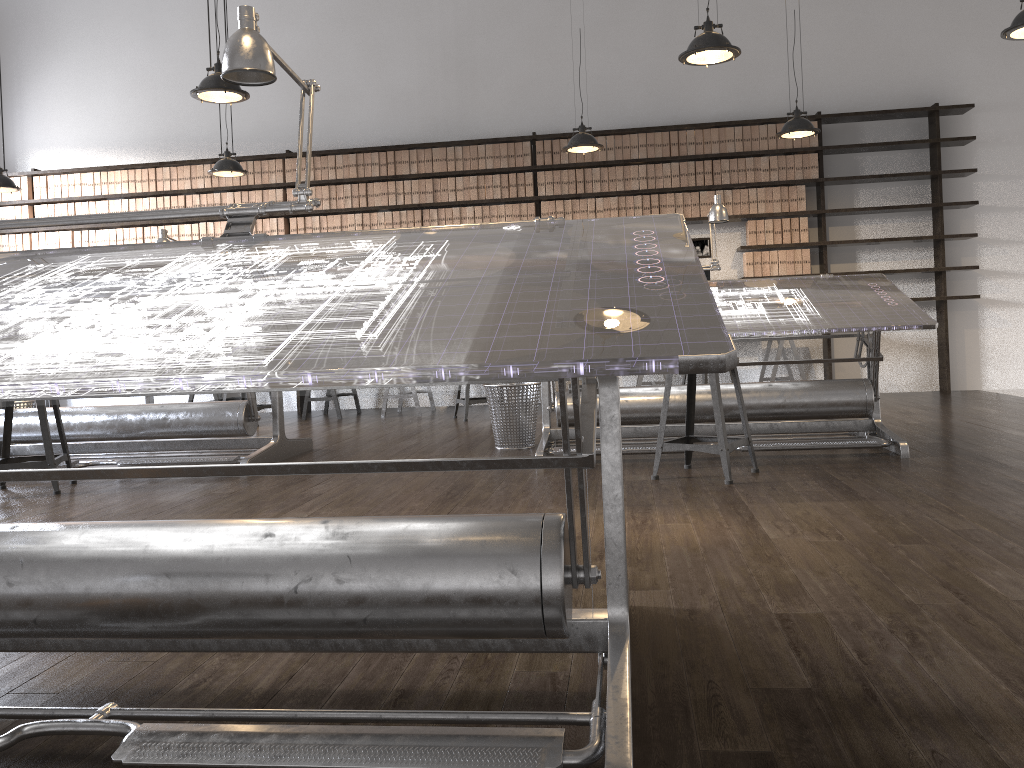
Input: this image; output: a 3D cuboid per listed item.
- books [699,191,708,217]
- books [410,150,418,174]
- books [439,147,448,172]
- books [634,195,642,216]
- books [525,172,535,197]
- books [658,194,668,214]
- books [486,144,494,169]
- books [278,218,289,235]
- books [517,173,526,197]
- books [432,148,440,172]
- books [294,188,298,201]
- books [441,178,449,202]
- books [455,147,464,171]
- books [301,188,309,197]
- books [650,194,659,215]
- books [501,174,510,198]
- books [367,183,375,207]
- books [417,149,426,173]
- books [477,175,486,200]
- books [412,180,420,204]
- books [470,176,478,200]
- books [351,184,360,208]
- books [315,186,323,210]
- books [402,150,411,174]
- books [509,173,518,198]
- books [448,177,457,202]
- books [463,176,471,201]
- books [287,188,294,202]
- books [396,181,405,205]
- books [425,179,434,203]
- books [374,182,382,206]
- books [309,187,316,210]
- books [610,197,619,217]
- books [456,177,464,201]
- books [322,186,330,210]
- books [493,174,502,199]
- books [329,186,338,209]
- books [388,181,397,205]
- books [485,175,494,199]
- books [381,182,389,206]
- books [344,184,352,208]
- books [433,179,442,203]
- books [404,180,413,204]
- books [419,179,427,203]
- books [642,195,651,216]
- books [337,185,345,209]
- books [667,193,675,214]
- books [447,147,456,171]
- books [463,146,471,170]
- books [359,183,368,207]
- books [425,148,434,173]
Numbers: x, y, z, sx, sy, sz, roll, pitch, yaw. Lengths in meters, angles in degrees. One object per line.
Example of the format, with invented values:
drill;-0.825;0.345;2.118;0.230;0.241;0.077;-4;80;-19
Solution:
books;1.698;-1.583;7.858;0.066;0.225;0.175;-2;1;7
books;-0.889;-2.034;8.179;0.066;0.225;0.174;-2;1;7
books;-0.615;-2.044;8.140;0.067;0.226;0.175;-2;1;7
books;1.130;-1.562;7.927;0.066;0.225;0.174;-2;1;7
books;0.168;-1.796;8.049;0.066;0.225;0.175;-2;1;7
books;1.349;-1.570;7.904;0.066;0.225;0.175;-2;1;7
books;-0.191;-2.060;8.090;0.066;0.225;0.175;-2;1;7
books;-2.141;-1.443;8.345;0.066;0.225;0.175;-2;1;7
books;0.093;-1.793;8.061;0.066;0.225;0.175;-2;1;7
books;-0.677;-2.042;8.153;0.066;0.225;0.175;-2;1;7
books;-1.982;-1.717;8.321;0.066;0.225;0.175;-2;1;7
books;-0.603;-1.768;8.147;0.066;0.225;0.175;-2;1;7
books;-0.471;-2.050;8.126;0.066;0.225;0.174;-2;1;7
books;-1.913;-1.720;8.309;0.067;0.226;0.175;-2;1;7
books;1.275;-1.567;7.908;0.067;0.226;0.175;-2;1;7
books;-0.055;-1.788;8.079;0.066;0.225;0.175;-2;1;7
books;-1.286;-1.743;8.235;0.066;0.225;0.175;-2;1;7
books;-0.820;-2.037;8.174;0.066;0.225;0.174;-2;1;7
books;-0.266;-1.780;8.105;0.066;0.225;0.175;-2;1;7
books;-0.870;-1.758;8.179;0.066;0.225;0.175;-2;1;7
books;-0.333;-1.777;8.108;0.067;0.226;0.175;-2;1;7
books;-1.434;-1.737;8.253;0.066;0.225;0.175;-2;1;7
books;-1.778;-1.725;8.295;0.066;0.225;0.175;-2;1;7
books;-0.961;-2.032;8.184;0.066;0.225;0.175;-2;1;7
books;0.019;-1.790;8.064;0.067;0.226;0.175;-2;1;7
books;-0.534;-1.770;8.134;0.067;0.226;0.175;-2;1;7
books;-0.399;-1.775;8.121;0.066;0.225;0.175;-2;1;7
books;-2.051;-1.715;8.332;0.066;0.225;0.174;-2;1;7
books;-1.015;-1.752;8.197;0.066;0.225;0.174;-2;1;7
books;-0.742;-1.762;8.159;0.067;0.226;0.175;-2;1;7
books;-1.222;-1.745;8.224;0.066;0.225;0.175;-2;1;7
books;-1.841;-1.722;8.301;0.066;0.225;0.175;-2;1;7
books;0.923;-1.554;7.952;0.067;0.226;0.175;-2;1;7
books;-0.462;-1.773;8.127;0.066;0.225;0.175;-2;1;7
books;-1.713;-1.727;8.282;0.067;0.226;0.175;-2;1;7
books;-0.126;-1.785;8.083;0.066;0.225;0.174;-2;1;7
books;-1.645;-1.730;8.279;0.066;0.225;0.175;-2;1;7
books;-1.088;-1.750;8.203;0.066;0.225;0.175;-2;1;7
books;-0.196;-1.783;8.096;0.066;0.225;0.174;-2;1;7
books;-1.160;-1.747;8.212;0.067;0.226;0.175;-2;1;7
books;-1.505;-1.734;8.258;0.066;0.225;0.174;-2;1;7
books;-0.672;-1.765;8.158;0.066;0.225;0.174;-2;1;7
books;-0.942;-1.755;8.186;0.067;0.226;0.175;-2;1;7
books;-0.807;-1.760;8.172;0.066;0.225;0.175;-2;1;7
books;1.201;-1.565;7.923;0.066;0.225;0.175;-2;1;7
books;-1.575;-1.732;8.271;0.066;0.225;0.174;-2;1;7
books;1.413;-1.572;7.889;0.066;0.225;0.175;-2;1;7
books;-0.543;-2.047;8.132;0.066;0.225;0.175;-2;1;7
books;-0.401;-2.052;8.121;0.066;0.225;0.174;-2;1;7
books;-1.360;-1.740;8.239;0.067;0.226;0.175;-2;1;7
books;-0.751;-2.040;8.163;0.066;0.225;0.175;-2;1;7
